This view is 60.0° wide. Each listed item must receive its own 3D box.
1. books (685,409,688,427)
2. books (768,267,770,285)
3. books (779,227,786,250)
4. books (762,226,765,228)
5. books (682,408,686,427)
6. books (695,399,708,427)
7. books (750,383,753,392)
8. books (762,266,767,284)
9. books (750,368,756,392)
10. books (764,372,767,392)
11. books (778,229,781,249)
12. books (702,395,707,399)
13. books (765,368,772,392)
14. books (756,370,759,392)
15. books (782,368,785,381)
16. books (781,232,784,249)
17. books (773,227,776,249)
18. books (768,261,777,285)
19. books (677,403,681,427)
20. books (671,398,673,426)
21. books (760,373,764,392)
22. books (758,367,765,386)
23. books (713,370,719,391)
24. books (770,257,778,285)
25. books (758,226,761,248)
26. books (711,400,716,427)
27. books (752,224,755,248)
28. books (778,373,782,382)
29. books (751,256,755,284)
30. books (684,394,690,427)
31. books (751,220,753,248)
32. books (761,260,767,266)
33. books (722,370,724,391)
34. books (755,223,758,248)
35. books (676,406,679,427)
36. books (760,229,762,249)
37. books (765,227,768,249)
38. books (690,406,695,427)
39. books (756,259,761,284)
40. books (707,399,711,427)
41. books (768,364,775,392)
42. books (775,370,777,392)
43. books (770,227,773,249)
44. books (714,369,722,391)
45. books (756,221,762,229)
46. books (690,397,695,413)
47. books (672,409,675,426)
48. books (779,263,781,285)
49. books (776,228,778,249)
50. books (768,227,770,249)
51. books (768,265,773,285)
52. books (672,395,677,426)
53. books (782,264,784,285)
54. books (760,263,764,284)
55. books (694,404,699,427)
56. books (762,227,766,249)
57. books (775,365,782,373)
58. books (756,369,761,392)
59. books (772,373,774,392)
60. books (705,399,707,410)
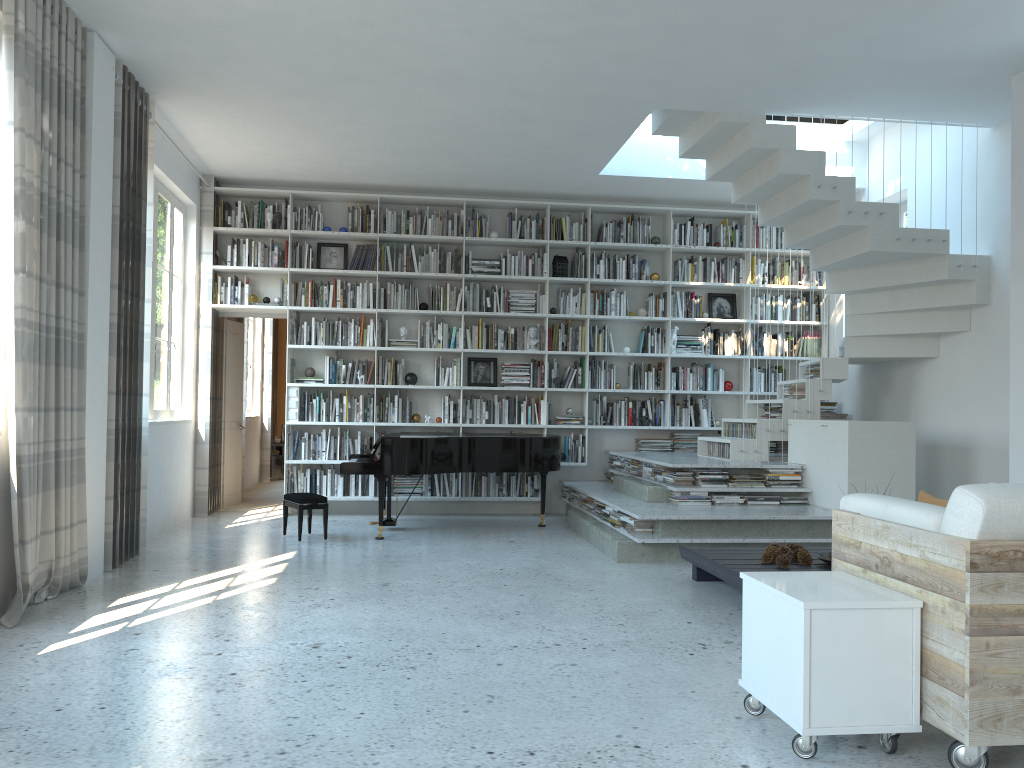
[{"bbox_3d":[1.787,0.348,9.171,0.024,0.185,0.149,1,-1,-7],"label":"books"},{"bbox_3d":[2.644,-1.112,9.267,0.038,0.199,0.170,1,-1,-7],"label":"books"},{"bbox_3d":[2.849,-1.517,9.342,0.012,0.285,0.159,1,-1,-7],"label":"books"},{"bbox_3d":[2.624,-1.542,9.313,0.012,0.326,0.151,1,-1,-7],"label":"books"},{"bbox_3d":[1.759,0.346,9.175,0.030,0.188,0.140,1,-1,-7],"label":"books"},{"bbox_3d":[1.948,0.296,9.150,0.075,0.291,0.255,1,-1,-7],"label":"books"},{"bbox_3d":[2.444,-0.051,9.264,0.085,0.278,0.159,1,-1,-7],"label":"books"},{"bbox_3d":[2.597,-1.112,9.205,0.024,0.193,0.190,1,-1,-7],"label":"books"},{"bbox_3d":[2.500,-0.039,9.256,0.024,0.252,0.175,1,-1,-7],"label":"books"},{"bbox_3d":[2.633,-0.014,9.287,0.025,0.208,0.149,1,-1,-7],"label":"books"},{"bbox_3d":[2.783,-1.495,9.323,0.025,0.237,0.143,1,-1,-7],"label":"books"},{"bbox_3d":[2.000,0.282,9.214,0.012,0.326,0.136,1,-1,-7],"label":"books"},{"bbox_3d":[2.663,-0.034,9.265,0.027,0.248,0.184,1,-1,-7],"label":"books"},{"bbox_3d":[2.529,-0.030,9.267,0.037,0.236,0.153,1,-1,-7],"label":"books"},{"bbox_3d":[2.827,-0.033,9.316,0.012,0.254,0.161,1,-1,-7],"label":"books"},{"bbox_3d":[2.822,-1.479,9.331,0.026,0.208,0.163,1,-1,-7],"label":"books"},{"bbox_3d":[2.719,-1.510,9.315,0.029,0.264,0.179,1,-1,-7],"label":"books"},{"bbox_3d":[2.706,-1.140,9.222,0.023,0.253,0.189,1,-1,-7],"label":"books"},{"bbox_3d":[1.714,0.317,9.157,0.015,0.243,0.156,1,-1,-7],"label":"books"},{"bbox_3d":[1.630,0.294,9.158,0.015,0.287,0.138,1,-1,-7],"label":"books"},{"bbox_3d":[2.584,-0.012,9.269,0.029,0.201,0.172,1,-1,-7],"label":"books"},{"bbox_3d":[2.608,-0.043,9.292,0.024,0.267,0.133,1,-1,-7],"label":"books"},{"bbox_3d":[2.107,-0.029,9.223,0.037,0.218,0.139,1,-1,-7],"label":"books"},{"bbox_3d":[2.728,-1.161,9.230,0.022,0.296,0.152,1,-1,-7],"label":"books"},{"bbox_3d":[2.558,-1.516,9.277,0.012,0.269,0.184,1,-1,-7],"label":"books"},{"bbox_3d":[2.063,0.308,9.209,0.062,0.274,0.148,1,-1,-7],"label":"books"},{"bbox_3d":[2.501,-1.519,9.287,0.022,0.275,0.160,1,-1,-7],"label":"books"},{"bbox_3d":[2.779,-0.010,9.290,0.021,0.205,0.174,1,-1,-7],"label":"books"},{"bbox_3d":[2.483,-1.165,9.194,0.010,0.294,0.183,1,-1,-7],"label":"books"},{"bbox_3d":[1.807,0.274,9.172,0.014,0.333,0.168,1,-1,-7],"label":"books"},{"bbox_3d":[2.477,-1.539,9.271,0.011,0.313,0.172,1,-1,-7],"label":"books"},{"bbox_3d":[2.619,-1.146,9.223,0.023,0.263,0.158,1,-1,-7],"label":"books"},{"bbox_3d":[2.164,-0.030,9.223,0.027,0.223,0.170,1,-1,-7],"label":"books"},{"bbox_3d":[2.544,-1.524,9.289,0.013,0.286,0.150,1,-1,-7],"label":"books"},{"bbox_3d":[1.694,0.331,9.165,0.023,0.214,0.163,1,-1,-7],"label":"books"},{"bbox_3d":[2.574,-1.495,9.283,0.022,0.229,0.175,1,-1,-7],"label":"books"},{"bbox_3d":[2.638,-1.532,9.300,0.012,0.306,0.184,1,-1,-7],"label":"books"},{"bbox_3d":[1.839,0.332,9.174,0.052,0.217,0.184,1,-1,-7],"label":"books"},{"bbox_3d":[2.525,-1.149,9.191,0.026,0.263,0.189,1,-1,-7],"label":"books"},{"bbox_3d":[2.021,0.301,9.194,0.025,0.287,0.160,1,-1,-7],"label":"books"},{"bbox_3d":[2.721,-0.056,9.301,0.013,0.297,0.141,1,-1,-7],"label":"books"},{"bbox_3d":[2.734,-0.023,9.296,0.014,0.230,0.172,1,-1,-7],"label":"books"},{"bbox_3d":[2.694,-1.508,9.312,0.022,0.259,0.163,1,-1,-7],"label":"books"},{"bbox_3d":[2.139,-0.037,9.218,0.025,0.235,0.181,1,-1,-7],"label":"books"},{"bbox_3d":[2.589,-1.546,9.307,0.014,0.331,0.143,1,-1,-7],"label":"books"},{"bbox_3d":[1.868,0.290,9.201,0.010,0.304,0.131,1,-1,-7],"label":"books"},{"bbox_3d":[1.652,0.331,9.172,0.033,0.213,0.140,1,-1,-7],"label":"books"},{"bbox_3d":[2.762,-1.133,9.243,0.022,0.242,0.144,1,-1,-7],"label":"books"},{"bbox_3d":[2.757,-1.501,9.328,0.027,0.249,0.154,1,-1,-7],"label":"books"},{"bbox_3d":[2.669,-1.516,9.313,0.027,0.275,0.148,1,-1,-7],"label":"books"},{"bbox_3d":[2.680,-1.119,9.238,0.025,0.211,0.135,1,-1,-7],"label":"books"},{"bbox_3d":[1.675,0.275,9.175,0.013,0.327,0.130,1,-1,-7],"label":"books"},{"bbox_3d":[2.792,-1.123,9.237,0.013,0.222,0.174,1,-1,-7],"label":"books"},{"bbox_3d":[2.561,-1.128,9.206,0.049,0.223,0.161,1,-1,-7],"label":"books"},{"bbox_3d":[1.890,0.322,9.184,0.031,0.239,0.171,1,-1,-7],"label":"books"},{"bbox_3d":[2.609,-1.502,9.295,0.023,0.243,0.182,1,-1,-7],"label":"books"},{"bbox_3d":[2.795,-0.049,9.301,0.011,0.284,0.161,1,-1,-7],"label":"books"},{"bbox_3d":[2.558,-0.032,9.271,0.022,0.242,0.151,1,-1,-7],"label":"books"},{"bbox_3d":[2.700,-0.009,9.298,0.027,0.201,0.164,1,-1,-7],"label":"books"},{"bbox_3d":[1.989,0.302,9.206,0.012,0.285,0.159,1,-1,-7],"label":"books"}]
